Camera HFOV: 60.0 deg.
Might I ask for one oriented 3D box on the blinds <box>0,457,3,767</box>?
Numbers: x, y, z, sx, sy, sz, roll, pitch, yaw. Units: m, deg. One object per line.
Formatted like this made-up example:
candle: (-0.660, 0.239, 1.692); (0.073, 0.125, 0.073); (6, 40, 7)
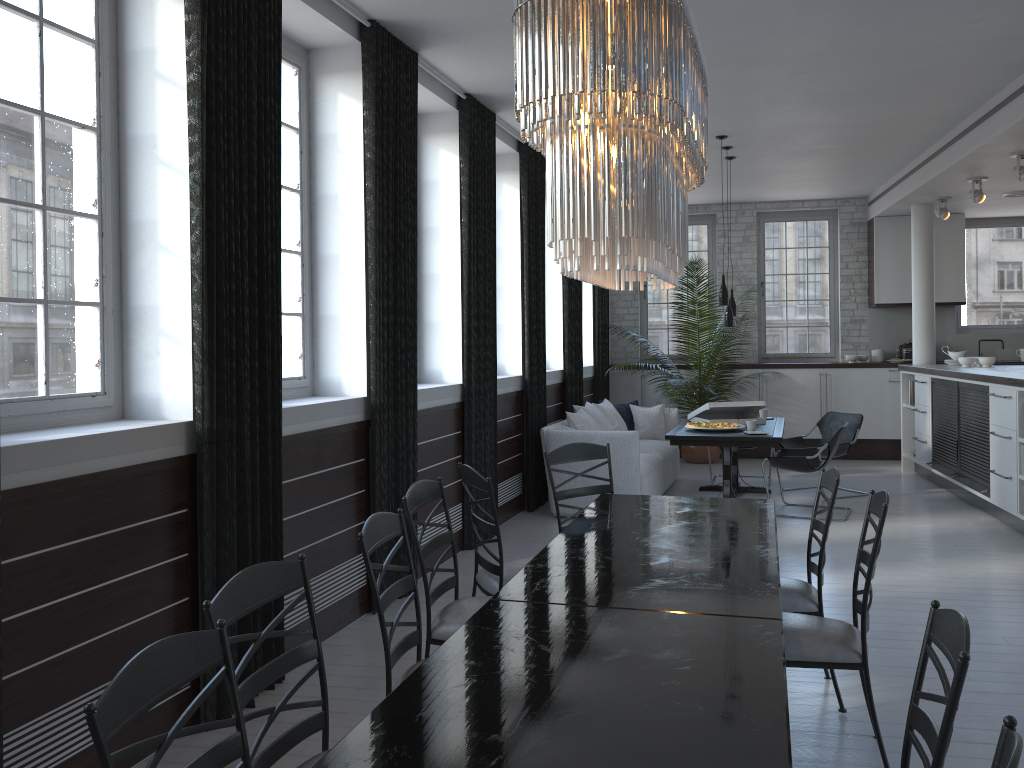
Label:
blinds: (-1.593, -0.224, 2.229); (0.111, 3.312, 0.740); (-1, 0, 17)

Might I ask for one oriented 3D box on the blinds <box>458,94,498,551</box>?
blinds: (-0.240, -0.450, 6.689); (0.102, 3.312, 0.623); (-1, 0, 17)

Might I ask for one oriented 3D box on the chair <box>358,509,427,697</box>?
chair: (-0.200, 0.899, 2.841); (0.503, 0.955, 0.491); (-1, 1, 10)

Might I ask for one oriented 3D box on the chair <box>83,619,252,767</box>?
chair: (-0.416, 0.963, 1.619); (0.503, 0.964, 0.496); (-1, 1, 13)

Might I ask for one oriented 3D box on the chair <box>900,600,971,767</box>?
chair: (0.656, 0.940, 1.807); (0.503, 0.964, 0.496); (0, 1, 19)

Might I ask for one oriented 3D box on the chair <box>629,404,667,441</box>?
chair: (1.486, 0.429, 9.560); (0.457, 0.438, 0.219); (-1, 1, -19)

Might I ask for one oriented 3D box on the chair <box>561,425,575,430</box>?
chair: (0.595, 0.562, 7.693); (0.234, 0.394, 0.468); (-1, 2, -21)

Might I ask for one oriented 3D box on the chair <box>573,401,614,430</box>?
chair: (0.849, 0.439, 8.676); (0.392, 0.505, 0.598); (0, 2, 18)

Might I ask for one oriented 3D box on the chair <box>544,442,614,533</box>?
chair: (0.484, 0.811, 4.643); (0.496, 0.964, 0.503); (-1, 1, -25)

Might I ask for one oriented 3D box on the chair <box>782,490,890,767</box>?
chair: (1.106, 0.868, 3.224); (0.503, 0.964, 0.496); (-1, 1, 16)

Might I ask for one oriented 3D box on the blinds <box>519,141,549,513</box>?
blinds: (0.221, -0.523, 8.131); (0.099, 3.312, 0.624); (-1, 0, 18)

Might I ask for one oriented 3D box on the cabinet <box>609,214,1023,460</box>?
cabinet: (4.145, -0.420, 7.994); (7.228, 2.999, 7.307); (0, 2, 11)

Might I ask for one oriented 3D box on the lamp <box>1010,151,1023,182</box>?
lamp: (4.188, -1.771, 7.266); (0.183, 0.238, 0.183); (0, 1, 15)

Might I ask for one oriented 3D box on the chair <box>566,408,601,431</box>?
chair: (0.709, 0.456, 8.223); (0.360, 0.436, 0.530); (0, 2, 19)

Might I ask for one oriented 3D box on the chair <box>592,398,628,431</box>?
chair: (1.001, 0.395, 9.136); (0.374, 0.464, 0.566); (0, 2, 19)

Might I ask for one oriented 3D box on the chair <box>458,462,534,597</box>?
chair: (0.026, 0.841, 4.120); (0.503, 0.964, 0.496); (-1, 1, -22)

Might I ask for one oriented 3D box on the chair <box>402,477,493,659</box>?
chair: (-0.129, 0.871, 3.525); (0.503, 0.964, 0.496); (-1, 1, 15)

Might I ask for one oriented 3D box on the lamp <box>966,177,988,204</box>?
lamp: (4.414, -1.827, 8.407); (0.183, 0.238, 0.183); (0, 1, 15)

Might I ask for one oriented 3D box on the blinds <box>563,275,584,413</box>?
blinds: (0.688, -0.599, 9.636); (0.111, 3.312, 0.740); (-1, 0, 17)

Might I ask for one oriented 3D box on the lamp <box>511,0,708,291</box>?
lamp: (0.334, -1.119, 2.671); (0.440, 1.625, 1.273); (-1, 1, 17)

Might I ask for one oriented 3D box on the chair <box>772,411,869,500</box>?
chair: (3.013, 0.677, 8.620); (0.665, 0.777, 0.671); (-1, 1, -24)

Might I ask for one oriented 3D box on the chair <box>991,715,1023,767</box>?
chair: (0.454, 0.967, 1.292); (0.503, 0.964, 0.496); (0, 1, 35)

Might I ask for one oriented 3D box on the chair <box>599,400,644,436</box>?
chair: (1.150, 0.408, 9.562); (0.624, 0.499, 0.333); (-2, 2, -39)

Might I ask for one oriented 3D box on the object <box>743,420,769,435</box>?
object: (2.083, 0.373, 7.603); (0.176, 0.097, 0.302); (-1, 2, 1)

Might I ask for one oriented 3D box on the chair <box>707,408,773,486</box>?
chair: (2.426, 0.649, 9.394); (0.671, 0.777, 0.665); (0, 1, 16)

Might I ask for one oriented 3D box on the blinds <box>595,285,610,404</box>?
blinds: (1.134, -0.675, 11.150); (0.102, 3.312, 0.623); (-1, 0, 17)

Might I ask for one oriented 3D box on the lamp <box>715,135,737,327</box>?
lamp: (2.022, -1.458, 8.314); (0.114, 1.852, 1.056); (-1, 1, 18)

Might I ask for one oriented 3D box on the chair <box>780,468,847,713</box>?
chair: (1.139, 0.842, 3.790); (0.503, 0.964, 0.496); (-1, 1, 11)

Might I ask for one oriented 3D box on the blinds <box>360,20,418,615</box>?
blinds: (-0.687, -0.375, 5.213); (0.088, 3.312, 0.623); (-1, 0, 17)

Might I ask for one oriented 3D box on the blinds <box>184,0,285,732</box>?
blinds: (-1.129, -0.301, 3.736); (0.111, 3.312, 0.605); (-1, 0, 17)

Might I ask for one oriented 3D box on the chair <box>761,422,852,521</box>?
chair: (2.561, 0.727, 7.676); (0.664, 0.777, 0.671); (0, 1, 26)

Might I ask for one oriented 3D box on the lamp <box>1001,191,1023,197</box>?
lamp: (5.313, -1.992, 9.295); (0.328, 0.025, 0.329); (-1, 3, -14)

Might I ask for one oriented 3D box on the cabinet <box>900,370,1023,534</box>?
cabinet: (4.646, 0.500, 7.758); (1.500, 1.170, 4.174); (0, 3, 11)

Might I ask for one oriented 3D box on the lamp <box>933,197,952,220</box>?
lamp: (4.639, -1.883, 9.549); (0.183, 0.238, 0.183); (0, 1, 15)

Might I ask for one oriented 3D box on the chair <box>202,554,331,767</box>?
chair: (-0.407, 0.938, 2.165); (0.503, 0.964, 0.496); (0, 1, 19)
